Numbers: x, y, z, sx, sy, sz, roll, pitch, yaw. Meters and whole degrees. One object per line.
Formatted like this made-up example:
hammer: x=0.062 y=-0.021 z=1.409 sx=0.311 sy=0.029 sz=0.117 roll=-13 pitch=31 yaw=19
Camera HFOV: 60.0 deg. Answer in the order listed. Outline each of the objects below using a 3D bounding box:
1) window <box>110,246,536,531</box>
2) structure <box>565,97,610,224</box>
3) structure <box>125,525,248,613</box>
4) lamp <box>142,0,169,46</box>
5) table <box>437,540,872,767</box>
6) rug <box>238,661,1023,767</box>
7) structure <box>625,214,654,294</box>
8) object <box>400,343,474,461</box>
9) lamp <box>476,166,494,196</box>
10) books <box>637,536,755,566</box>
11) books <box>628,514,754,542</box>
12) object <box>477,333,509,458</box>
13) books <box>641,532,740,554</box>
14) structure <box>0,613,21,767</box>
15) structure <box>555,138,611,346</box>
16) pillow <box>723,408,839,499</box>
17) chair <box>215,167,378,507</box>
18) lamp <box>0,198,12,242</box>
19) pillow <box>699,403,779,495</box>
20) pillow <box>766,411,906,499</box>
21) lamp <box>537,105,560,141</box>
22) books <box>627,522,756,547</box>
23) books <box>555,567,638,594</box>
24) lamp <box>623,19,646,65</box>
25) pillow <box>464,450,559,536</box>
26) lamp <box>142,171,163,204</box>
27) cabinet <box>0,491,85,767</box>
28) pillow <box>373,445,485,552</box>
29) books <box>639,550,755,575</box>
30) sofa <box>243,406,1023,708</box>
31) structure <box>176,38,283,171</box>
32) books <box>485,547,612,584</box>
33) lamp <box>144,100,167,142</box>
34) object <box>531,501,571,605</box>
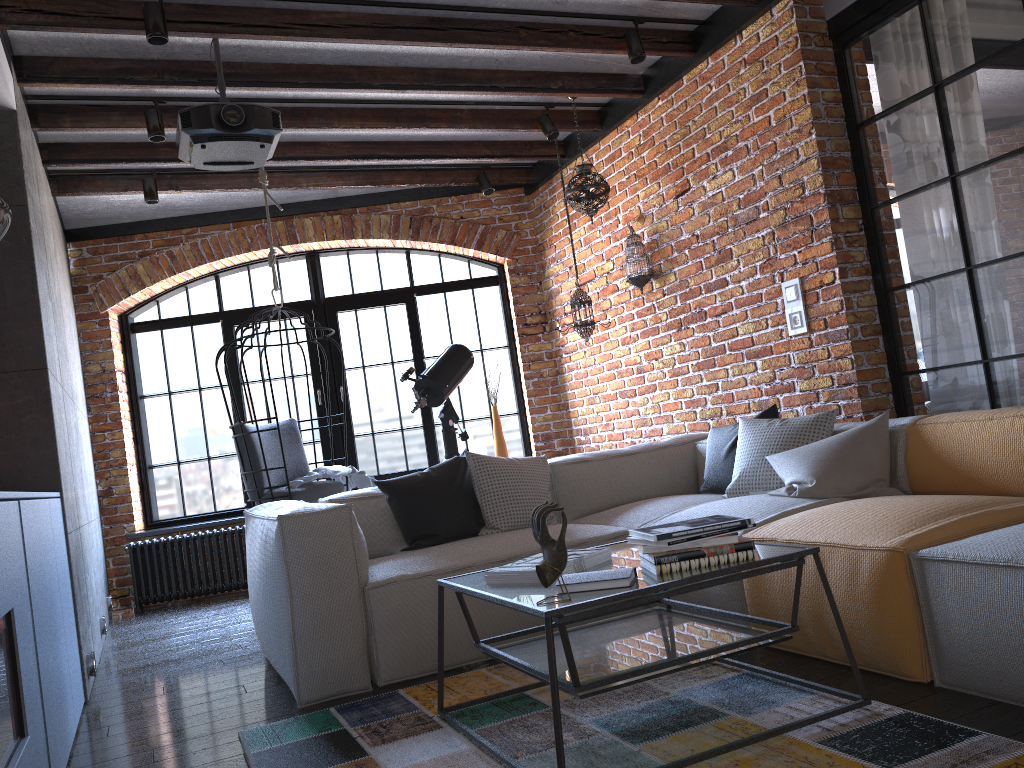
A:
window: x=-1.395 y=-0.078 z=6.744 sx=3.293 sy=2.232 sz=0.177 roll=-8 pitch=-3 yaw=-6
structure: x=0.411 y=-1.316 z=5.186 sx=0.265 sy=0.778 sz=0.273 roll=-9 pitch=-3 yaw=16
structure: x=-2.059 y=1.242 z=6.083 sx=1.115 sy=0.476 sz=0.106 roll=-8 pitch=-3 yaw=-6
lamp: x=-1.382 y=-1.433 z=3.481 sx=0.119 sy=0.184 sz=0.082 roll=-7 pitch=-4 yaw=-27
table: x=0.299 y=0.680 z=2.385 sx=0.842 sy=0.388 sz=0.849 roll=-7 pitch=-4 yaw=-23
rug: x=0.239 y=0.876 z=1.974 sx=1.431 sy=0.013 sz=2.366 roll=-7 pitch=-4 yaw=-23
structure: x=0.736 y=-0.772 z=5.261 sx=0.169 sy=0.482 sz=0.169 roll=-7 pitch=-3 yaw=-23
object: x=-0.454 y=0.473 z=5.726 sx=0.570 sy=1.471 sz=0.616 roll=-9 pitch=-3 yaw=3
lamp: x=-0.192 y=-1.428 z=6.250 sx=0.134 sy=0.208 sz=0.093 roll=-11 pitch=-4 yaw=42
books: x=0.463 y=0.420 z=2.262 sx=0.251 sy=0.023 sz=0.209 roll=-8 pitch=-3 yaw=-4
books: x=0.453 y=0.366 z=2.269 sx=0.268 sy=0.014 sz=0.196 roll=-8 pitch=-4 yaw=-12
object: x=-0.084 y=0.156 z=6.555 sx=0.270 sy=1.053 sz=0.299 roll=-8 pitch=-3 yaw=-3
books: x=0.460 y=0.400 z=2.287 sx=0.239 sy=0.022 sz=0.190 roll=-9 pitch=-4 yaw=11
structure: x=-1.131 y=0.667 z=1.580 sx=0.332 sy=0.394 sz=0.944 roll=-7 pitch=-4 yaw=-23
structure: x=0.367 y=-0.948 z=5.572 sx=0.389 sy=1.436 sz=0.339 roll=-7 pitch=-3 yaw=-23
pillow: x=1.099 y=0.297 z=3.682 sx=0.293 sy=0.354 sz=0.496 roll=-6 pitch=-4 yaw=-38
chair: x=-1.369 y=-0.321 z=5.126 sx=0.683 sy=2.219 sz=0.802 roll=-10 pitch=-3 yaw=22
lamp: x=-1.998 y=-0.778 z=3.133 sx=0.367 sy=0.747 sz=0.367 roll=-10 pitch=-4 yaw=30
pillow: x=1.017 y=0.314 z=4.015 sx=0.263 sy=0.400 sz=0.510 roll=-7 pitch=-4 yaw=-29
pillow: x=1.182 y=0.291 z=3.315 sx=0.485 sy=0.314 sz=0.358 roll=-10 pitch=-4 yaw=20
lamp: x=0.211 y=-1.548 z=5.274 sx=0.134 sy=0.208 sz=0.090 roll=-11 pitch=-4 yaw=34
books: x=0.456 y=0.381 z=2.268 sx=0.268 sy=0.014 sz=0.196 roll=-7 pitch=-4 yaw=-24
books: x=0.204 y=0.470 z=2.133 sx=0.182 sy=0.029 sz=0.129 roll=-9 pitch=-4 yaw=14
lamp: x=0.601 y=-1.671 z=4.334 sx=0.113 sy=0.194 sz=0.085 roll=-11 pitch=-4 yaw=38
pillow: x=0.009 y=0.465 z=3.945 sx=0.543 sy=0.402 sz=0.251 roll=-6 pitch=-4 yaw=-41
lamp: x=-2.183 y=-1.196 z=5.400 sx=0.121 sy=0.184 sz=0.082 roll=-7 pitch=-4 yaw=-30
cabinet: x=-1.456 y=0.715 z=2.044 sx=0.607 sy=0.844 sz=2.962 roll=-7 pitch=-4 yaw=-23
pillow: x=-0.310 y=0.492 z=3.836 sx=0.538 sy=0.417 sz=0.239 roll=-6 pitch=-4 yaw=-34
books: x=0.465 y=0.442 z=2.261 sx=0.247 sy=0.024 sz=0.209 roll=-8 pitch=-3 yaw=-4
sofa: x=0.593 y=0.558 z=2.912 sx=2.535 sy=0.697 sz=3.303 roll=-7 pitch=-4 yaw=-24
structure: x=-1.276 y=-1.379 z=3.858 sx=0.409 sy=0.816 sz=0.464 roll=-7 pitch=-3 yaw=-23
books: x=0.104 y=0.504 z=2.465 sx=0.225 sy=0.038 sz=0.308 roll=-11 pitch=-4 yaw=37
lamp: x=-1.775 y=-1.314 z=4.425 sx=0.116 sy=0.188 sz=0.083 roll=-10 pitch=-4 yaw=30
object: x=0.093 y=0.382 z=2.031 sx=0.099 sy=0.222 sz=0.093 roll=-9 pitch=-3 yaw=16
